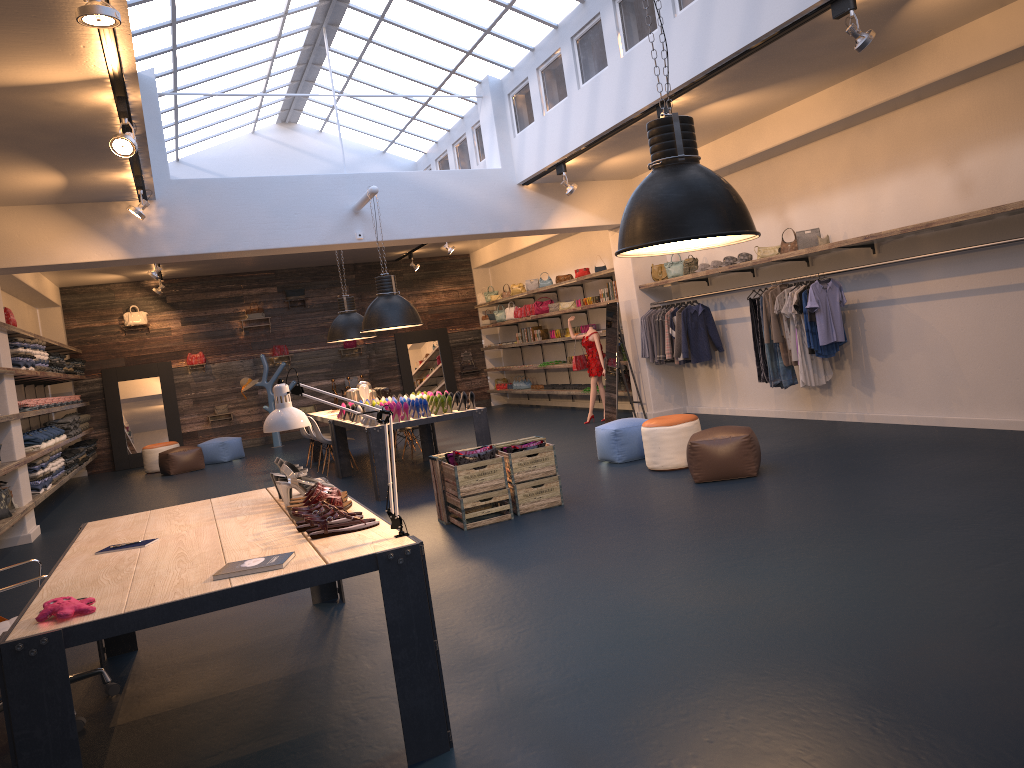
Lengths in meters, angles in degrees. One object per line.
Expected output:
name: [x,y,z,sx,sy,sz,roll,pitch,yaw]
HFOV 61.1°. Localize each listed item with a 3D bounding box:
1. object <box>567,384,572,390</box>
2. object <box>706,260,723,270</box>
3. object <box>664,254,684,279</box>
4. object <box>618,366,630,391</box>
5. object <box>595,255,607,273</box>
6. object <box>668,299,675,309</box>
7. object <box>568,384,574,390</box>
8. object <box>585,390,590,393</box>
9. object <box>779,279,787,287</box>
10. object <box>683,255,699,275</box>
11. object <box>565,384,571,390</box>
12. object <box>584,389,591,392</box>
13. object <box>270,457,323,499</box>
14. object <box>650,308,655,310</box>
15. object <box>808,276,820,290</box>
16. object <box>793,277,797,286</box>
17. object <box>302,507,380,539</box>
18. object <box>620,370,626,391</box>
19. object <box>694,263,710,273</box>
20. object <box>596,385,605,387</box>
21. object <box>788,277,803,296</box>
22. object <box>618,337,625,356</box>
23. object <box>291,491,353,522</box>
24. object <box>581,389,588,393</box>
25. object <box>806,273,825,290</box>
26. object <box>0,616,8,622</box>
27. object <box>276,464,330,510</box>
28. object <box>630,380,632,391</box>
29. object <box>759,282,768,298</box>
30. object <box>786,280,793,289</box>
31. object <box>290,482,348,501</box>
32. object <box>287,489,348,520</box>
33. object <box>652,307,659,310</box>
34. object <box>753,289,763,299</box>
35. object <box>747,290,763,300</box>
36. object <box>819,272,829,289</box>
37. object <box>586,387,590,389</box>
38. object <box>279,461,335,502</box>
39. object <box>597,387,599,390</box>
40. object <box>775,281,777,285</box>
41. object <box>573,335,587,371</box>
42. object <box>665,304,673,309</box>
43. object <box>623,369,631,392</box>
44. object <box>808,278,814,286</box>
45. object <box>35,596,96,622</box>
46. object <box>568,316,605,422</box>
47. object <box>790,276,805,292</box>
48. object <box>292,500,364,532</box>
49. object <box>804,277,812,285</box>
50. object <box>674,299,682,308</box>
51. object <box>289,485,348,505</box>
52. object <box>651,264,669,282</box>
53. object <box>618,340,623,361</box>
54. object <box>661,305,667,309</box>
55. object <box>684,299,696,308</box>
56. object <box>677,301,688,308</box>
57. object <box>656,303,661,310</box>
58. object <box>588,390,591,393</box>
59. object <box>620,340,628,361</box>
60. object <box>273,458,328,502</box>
object: [1.097,0.050,16.009,0.185,0.087,0.066,-8,1,2]
object: [2.625,-1.538,11.242,0.232,0.125,0.191,-7,2,12]
object: [2.318,-1.667,12.218,0.357,0.367,0.181,-7,1,10]
object: [1.822,-0.096,14.033,0.391,0.390,0.171,-8,1,-13]
object: [1.421,-1.940,14.019,0.198,0.279,0.059,-8,0,4]
object: [2.249,-1.078,12.147,0.462,0.219,0.009,-9,1,-27]
object: [1.121,0.050,15.949,0.183,0.087,0.067,-8,1,5]
object: [1.345,0.115,14.820,0.253,0.058,0.077,-9,2,-30]
object: [3.094,-1.103,9.898,0.434,0.179,0.016,-9,1,-25]
object: [2.432,-1.620,11.865,0.251,0.284,0.363,-8,2,-5]
object: [1.075,0.050,16.069,0.187,0.087,0.065,-8,1,-1]
object: [1.328,0.113,14.907,0.253,0.058,0.077,-9,2,-30]
object: [-1.139,0.482,4.643,0.300,0.223,0.110,-9,1,-26]
object: [2.052,-1.076,12.661,0.462,0.219,0.009,-9,1,-27]
object: [3.298,-1.086,9.378,0.462,0.219,0.009,-9,1,-26]
object: [3.172,-1.095,9.700,0.323,0.197,0.011,-9,1,-26]
object: [-0.686,0.542,3.487,0.298,0.090,0.200,-9,3,-25]
object: [1.870,-0.068,13.874,0.397,0.339,0.205,-8,1,-19]
object: [2.525,-1.538,11.505,0.232,0.125,0.191,-7,2,12]
object: [1.510,0.052,15.078,0.232,0.053,0.086,-7,2,5]
object: [3.197,-1.096,9.650,0.387,0.197,0.013,-9,1,-27]
object: [1.776,-0.576,13.934,0.391,0.390,0.171,-8,1,-12]
object: [-0.843,0.533,3.854,0.279,0.117,0.092,-9,2,-31]
object: [1.290,0.114,14.985,0.253,0.058,0.077,-9,2,-30]
object: [3.311,-1.104,9.329,0.434,0.179,0.016,-9,1,-26]
object: [-3.129,0.726,4.891,0.444,1.728,0.446,-8,0,3]
object: [-1.006,0.482,4.261,0.303,0.223,0.109,-9,1,-34]
object: [1.987,-0.069,13.565,0.397,0.339,0.205,-8,1,-19]
object: [2.988,-1.105,10.196,0.250,0.177,0.013,-9,1,-27]
object: [3.141,-1.084,9.794,0.462,0.219,0.009,-9,1,-27]
object: [-0.928,0.529,4.173,0.274,0.117,0.094,-9,2,-21]
object: [-0.888,0.534,3.958,0.271,0.117,0.095,-8,1,-17]
object: [2.074,-1.076,12.602,0.462,0.219,0.009,-9,1,-27]
object: [2.948,-1.104,10.301,0.250,0.177,0.013,-9,1,-27]
object: [2.905,-1.104,10.415,0.250,0.177,0.013,-9,1,-27]
object: [3.338,-1.106,9.264,0.434,0.179,0.016,-9,1,-26]
object: [1.357,0.078,14.973,0.252,0.063,0.078,-9,2,-22]
object: [-1.032,0.480,4.393,0.304,0.223,0.109,-9,1,-35]
object: [1.504,0.077,14.586,0.252,0.063,0.078,-9,2,-22]
object: [3.056,-1.104,10.011,0.434,0.179,0.016,-9,1,-25]
object: [1.042,-0.493,13.505,0.082,0.553,0.347,-7,1,43]
object: [2.217,-1.078,12.233,0.462,0.219,0.009,-9,1,-27]
object: [1.903,-0.073,13.688,0.368,0.356,0.151,-9,1,-26]
object: [3.271,-1.086,9.451,0.461,0.219,0.009,-9,1,-25]
object: [-1.413,0.698,2.751,0.170,0.051,0.283,-9,3,-27]
object: [1.265,-0.253,13.333,0.683,1.664,0.376,-7,1,44]
object: [3.211,-1.106,9.609,0.387,0.177,0.013,-9,1,-27]
object: [-0.782,0.546,3.687,0.299,0.090,0.209,-9,3,-21]
object: [3.245,-1.096,9.510,0.416,0.197,0.008,-9,1,-26]
object: [2.307,-1.082,12.033,0.462,0.219,0.009,-9,1,-27]
object: [-0.902,0.531,4.064,0.279,0.117,0.092,-9,2,-33]
object: [2.160,-1.610,12.501,0.317,0.283,0.205,-8,1,3]
object: [1.824,-0.548,13.775,0.397,0.339,0.205,-8,1,-19]
object: [2.171,-1.078,12.356,0.462,0.219,0.009,-9,1,-27]
object: [2.401,-1.079,11.760,0.462,0.219,0.009,-9,1,-27]
object: [2.349,-1.082,11.927,0.462,0.219,0.009,-9,1,-27]
object: [2.117,-1.078,12.498,0.462,0.219,0.009,-9,1,-27]
object: [1.388,0.112,14.748,0.253,0.058,0.077,-9,2,-30]
object: [1.857,-0.553,13.589,0.368,0.356,0.151,-9,1,-26]
object: [-1.090,0.481,4.528,0.299,0.223,0.111,-9,1,-25]
